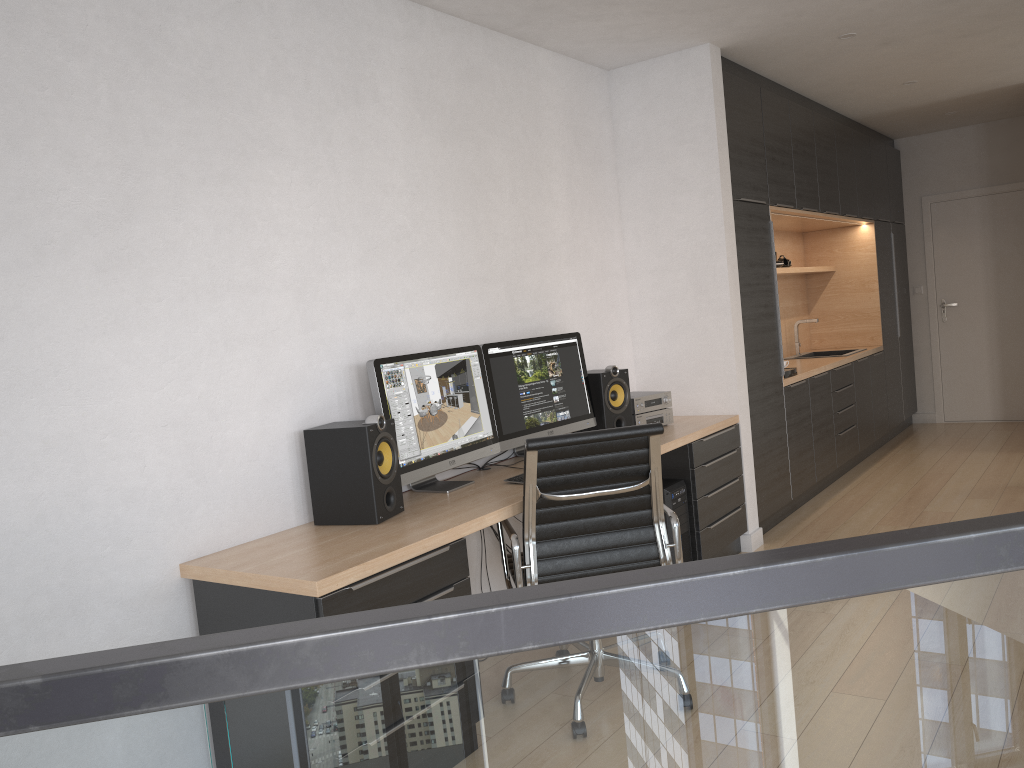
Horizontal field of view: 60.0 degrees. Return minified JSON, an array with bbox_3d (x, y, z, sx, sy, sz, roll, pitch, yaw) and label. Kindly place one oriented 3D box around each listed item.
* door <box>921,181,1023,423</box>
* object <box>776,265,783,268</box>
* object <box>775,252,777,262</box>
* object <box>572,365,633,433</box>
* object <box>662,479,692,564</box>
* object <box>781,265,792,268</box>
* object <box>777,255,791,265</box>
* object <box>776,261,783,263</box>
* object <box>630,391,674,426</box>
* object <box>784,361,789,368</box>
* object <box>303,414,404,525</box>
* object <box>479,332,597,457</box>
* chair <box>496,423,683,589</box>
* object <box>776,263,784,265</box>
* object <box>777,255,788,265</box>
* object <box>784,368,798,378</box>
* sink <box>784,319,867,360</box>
[{"bbox_3d":[4.323,-0.706,8.072,0.974,2.136,0.085,-3,5,35],"label":"door"},{"bbox_3d":[1.948,-0.868,6.602,0.145,0.025,0.145,-9,5,-41],"label":"object"},{"bbox_3d":[1.937,-0.933,6.591,0.066,0.092,0.084,-5,4,4],"label":"object"},{"bbox_3d":[0.442,0.086,4.431,0.198,0.354,0.249,-9,5,-39],"label":"object"},{"bbox_3d":[0.615,0.743,4.328,0.474,0.527,0.215,-3,5,35],"label":"object"},{"bbox_3d":[2.089,-0.900,6.847,0.145,0.025,0.145,-3,5,38],"label":"object"},{"bbox_3d":[2.109,-0.954,6.872,0.100,0.093,0.066,-2,6,45],"label":"object"},{"bbox_3d":[1.945,-0.892,6.600,0.145,0.025,0.145,-9,5,-41],"label":"object"},{"bbox_3d":[0.647,0.141,4.614,0.285,0.174,0.270,-9,5,-39],"label":"object"},{"bbox_3d":[1.686,-0.113,5.599,0.099,0.057,0.095,-2,5,38],"label":"object"},{"bbox_3d":[-0.534,0.285,3.026,0.249,0.354,0.198,-4,4,20],"label":"object"},{"bbox_3d":[0.115,0.055,4.043,0.190,0.535,0.716,-2,5,40],"label":"object"},{"bbox_3d":[0.244,0.629,3.173,0.664,0.991,0.699,-6,4,-4],"label":"chair"},{"bbox_3d":[1.950,-0.881,6.603,0.145,0.025,0.145,-9,5,-41],"label":"object"},{"bbox_3d":[2.067,-0.941,6.826,0.066,0.093,0.100,-9,5,-40],"label":"object"},{"bbox_3d":[1.607,-0.255,5.845,0.584,0.398,0.618,-3,5,36],"label":"object"},{"bbox_3d":[2.497,-0.268,7.097,0.512,0.518,0.626,-3,5,35],"label":"sink"}]
